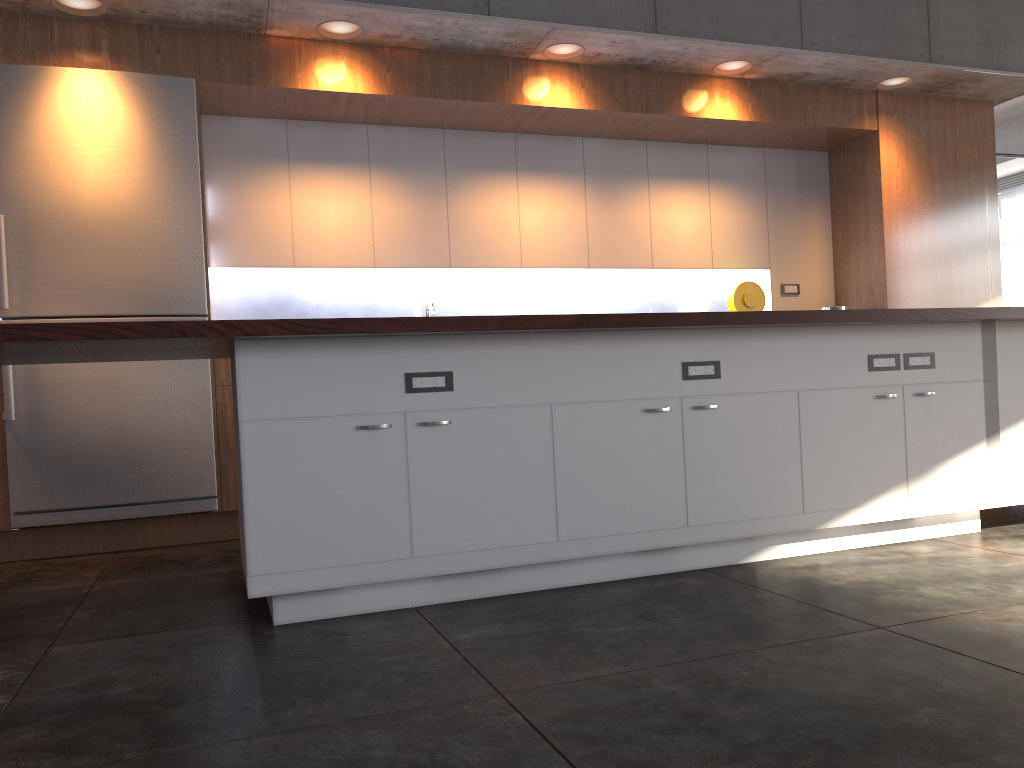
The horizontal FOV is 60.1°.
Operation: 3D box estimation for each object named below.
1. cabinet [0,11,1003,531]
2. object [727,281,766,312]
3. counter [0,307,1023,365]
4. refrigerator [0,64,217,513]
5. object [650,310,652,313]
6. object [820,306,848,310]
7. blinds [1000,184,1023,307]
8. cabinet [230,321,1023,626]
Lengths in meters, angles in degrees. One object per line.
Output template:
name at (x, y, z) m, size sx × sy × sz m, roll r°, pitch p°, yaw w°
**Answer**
cabinet at (-0.562, -0.633, 6.306) m, size 8.215 × 2.563 × 2.347 m, roll -3°, pitch 0°, yaw -20°
object at (1.668, -0.533, 6.267) m, size 0.278 × 0.381 × 0.098 m, roll -3°, pitch 0°, yaw -20°
counter at (1.124, 0.216, 3.940) m, size 6.745 × 0.971 × 1.127 m, roll -3°, pitch 0°, yaw -20°
refrigerator at (-2.084, -0.482, 4.545) m, size 0.970 × 2.191 × 0.216 m, roll -3°, pitch 1°, yaw -23°
object at (0.991, -0.419, 6.292) m, size 0.146 × 0.210 × 0.059 m, roll -3°, pitch 0°, yaw -20°
object at (2.318, -0.464, 6.366) m, size 0.187 × 0.170 × 0.194 m, roll -3°, pitch 0°, yaw 29°
blinds at (8.468, -1.672, 14.734) m, size 0.319 × 3.714 × 1.011 m, roll -3°, pitch 1°, yaw -20°
cabinet at (1.710, 0.219, 4.144) m, size 5.724 × 0.930 × 0.910 m, roll -3°, pitch 0°, yaw -20°
